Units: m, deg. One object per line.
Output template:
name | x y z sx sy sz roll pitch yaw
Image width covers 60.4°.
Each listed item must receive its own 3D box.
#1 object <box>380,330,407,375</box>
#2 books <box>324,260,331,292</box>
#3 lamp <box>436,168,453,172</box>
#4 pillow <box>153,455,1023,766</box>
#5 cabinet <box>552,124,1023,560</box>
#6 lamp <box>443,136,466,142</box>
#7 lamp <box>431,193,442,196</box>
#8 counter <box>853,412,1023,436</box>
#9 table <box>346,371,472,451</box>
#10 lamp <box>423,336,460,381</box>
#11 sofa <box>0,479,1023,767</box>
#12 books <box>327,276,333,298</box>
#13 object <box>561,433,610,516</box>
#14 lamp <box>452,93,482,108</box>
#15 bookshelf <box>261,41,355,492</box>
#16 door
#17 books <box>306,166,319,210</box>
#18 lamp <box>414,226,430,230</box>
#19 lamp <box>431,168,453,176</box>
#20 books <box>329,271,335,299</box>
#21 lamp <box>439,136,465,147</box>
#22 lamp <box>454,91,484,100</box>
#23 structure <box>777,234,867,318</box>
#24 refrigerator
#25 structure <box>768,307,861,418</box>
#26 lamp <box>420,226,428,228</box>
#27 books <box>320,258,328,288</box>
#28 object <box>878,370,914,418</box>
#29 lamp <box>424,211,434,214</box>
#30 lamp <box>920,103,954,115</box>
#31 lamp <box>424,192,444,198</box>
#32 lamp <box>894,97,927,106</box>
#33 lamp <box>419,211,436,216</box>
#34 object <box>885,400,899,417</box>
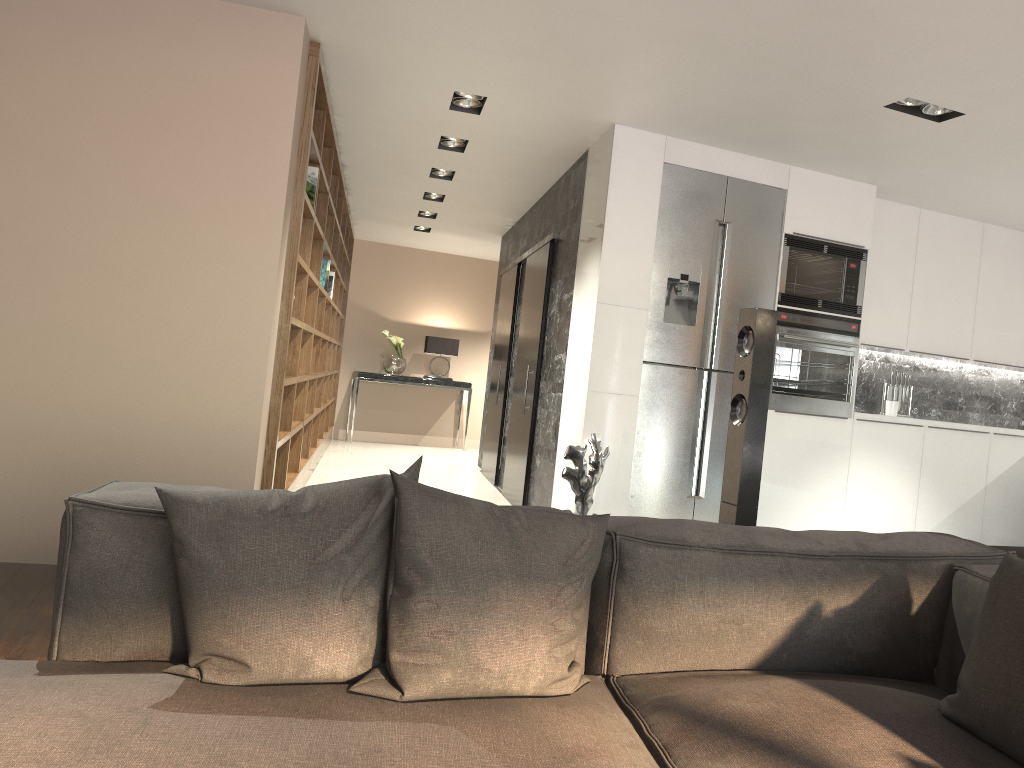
object | -1.459 -0.388 10.942 0.279 0.546 0.339 6 -1 44
books | -1.521 -0.850 6.823 0.198 0.245 0.027 6 -1 -13
lamp | -0.524 -1.669 6.742 0.183 0.077 0.171 6 0 -18
pillow | 0.498 0.427 1.536 2.004 0.431 1.105 6 0 31
cabinet | 3.432 0.077 3.309 4.616 2.501 6.664 6 0 -20
lamp | -0.379 -1.647 5.809 0.170 0.077 0.184 6 0 25
lamp | -0.671 -1.692 7.682 0.183 0.077 0.171 6 0 -18
counter | 3.809 0.376 4.979 2.794 0.041 3.880 6 0 -20
table | -1.286 0.340 11.034 1.485 0.866 0.430 6 0 -22
lamp | -0.906 -0.321 11.137 0.414 0.528 0.275 6 -1 -21
sofa | 0.083 0.642 0.964 2.797 0.704 2.430 6 0 -11
books | -1.651 -0.850 7.681 0.159 0.205 0.021 6 -1 -13
object | 0.229 0.291 2.642 0.270 0.288 0.299 6 0 40
lamp | -0.259 -1.628 5.047 0.170 0.077 0.184 6 0 26
bookshelf | -1.678 -0.490 7.336 0.297 2.490 6.406 6 0 -9
door | 0.000 -0.098 7.657 0.132 2.056 2.784 6 0 -9
books | -1.221 -1.127 5.037 0.197 0.248 0.042 6 -1 -13
lamp | -0.994 -1.741 9.718 0.181 0.077 0.173 6 0 -11
lamp | -0.551 -1.673 6.915 0.181 0.077 0.173 6 0 -11
books | -1.654 -0.869 7.701 0.179 0.244 0.018 6 -1 -13
lamp | -0.406 -1.651 5.982 0.170 0.077 0.184 6 0 26
lamp | -0.232 -1.624 4.874 0.170 0.077 0.184 6 0 25
structure | 1.916 -0.704 5.942 0.685 0.450 0.589 6 0 -21
refrigerator | 1.103 -0.107 5.593 0.907 2.343 0.561 6 -1 -21
structure | 1.870 -0.140 5.892 0.690 0.651 0.625 6 0 -21
lamp | -0.967 -1.737 9.545 0.183 0.077 0.171 6 0 -18
books | -1.538 -0.859 6.798 0.206 0.260 0.014 6 -1 -13
object | 2.814 0.071 6.418 0.301 0.336 0.058 6 -1 -19
lamp | -0.818 -1.714 8.616 0.183 0.077 0.171 6 0 -18
lamp | 2.105 -1.373 4.336 0.186 0.077 0.167 6 0 -38
lamp | -0.698 -1.696 7.855 0.181 0.077 0.173 6 0 -11
lamp | 1.933 -1.391 4.264 0.183 0.077 0.170 6 0 -21
lamp | -0.845 -1.719 8.789 0.181 0.077 0.173 6 0 -11
object | 2.718 0.172 6.294 0.088 0.117 0.096 6 0 29
